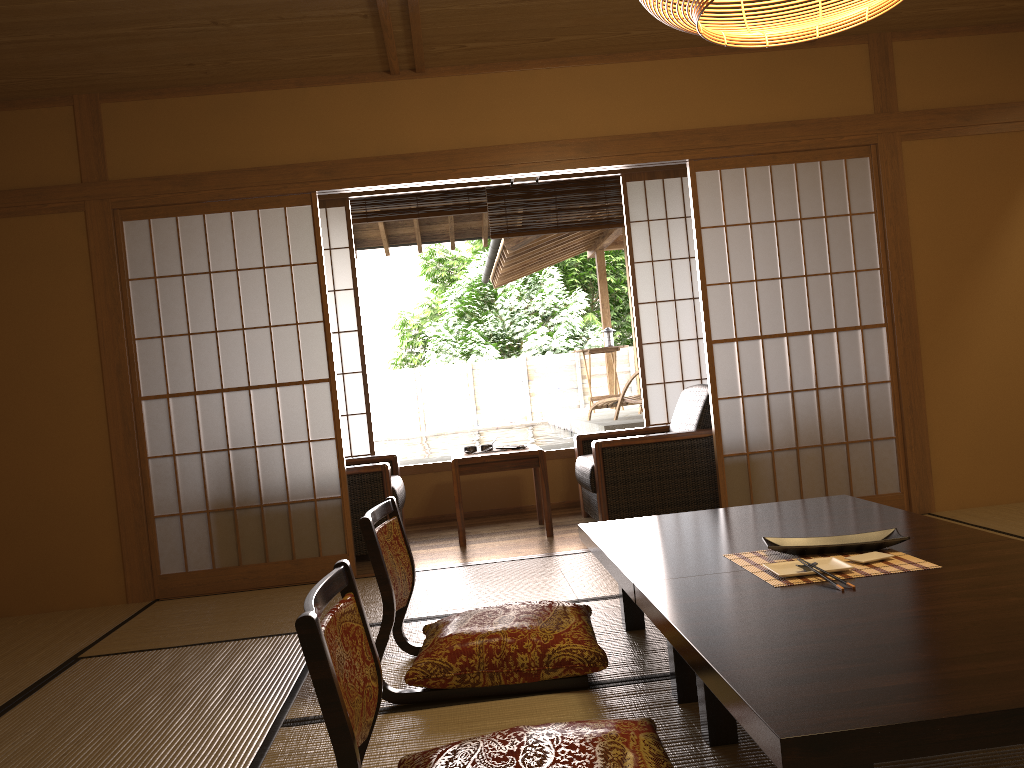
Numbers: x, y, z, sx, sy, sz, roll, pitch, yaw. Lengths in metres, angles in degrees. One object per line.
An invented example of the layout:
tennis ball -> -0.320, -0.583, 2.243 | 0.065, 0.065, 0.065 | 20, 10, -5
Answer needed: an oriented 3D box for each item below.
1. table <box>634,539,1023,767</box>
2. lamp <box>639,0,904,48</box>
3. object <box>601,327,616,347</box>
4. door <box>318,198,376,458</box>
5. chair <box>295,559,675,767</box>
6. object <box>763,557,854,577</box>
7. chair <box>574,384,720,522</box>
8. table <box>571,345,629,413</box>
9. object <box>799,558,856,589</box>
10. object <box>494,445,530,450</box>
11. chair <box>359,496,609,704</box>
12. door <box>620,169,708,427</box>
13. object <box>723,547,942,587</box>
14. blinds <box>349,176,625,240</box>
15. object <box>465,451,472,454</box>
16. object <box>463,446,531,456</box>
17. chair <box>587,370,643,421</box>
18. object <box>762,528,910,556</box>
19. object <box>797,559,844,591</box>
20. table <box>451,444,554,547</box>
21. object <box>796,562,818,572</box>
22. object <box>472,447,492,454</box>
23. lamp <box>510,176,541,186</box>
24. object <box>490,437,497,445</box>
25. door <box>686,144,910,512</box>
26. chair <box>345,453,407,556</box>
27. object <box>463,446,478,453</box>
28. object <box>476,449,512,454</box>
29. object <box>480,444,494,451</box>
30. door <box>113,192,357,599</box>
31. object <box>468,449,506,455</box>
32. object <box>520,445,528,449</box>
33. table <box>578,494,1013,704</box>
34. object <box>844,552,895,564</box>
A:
table -> 0.847, 0.620, 1.747 | 0.994, 0.357, 0.994 | -6, 0, -4
lamp -> 0.634, -1.283, 2.041 | 0.799, 0.826, 0.798 | -6, 0, 20
object -> 1.124, -0.543, 10.301 | 0.176, 0.240, 0.176 | -6, 1, -35
door -> -1.519, -0.297, 6.082 | 0.992, 1.874, 0.040 | -6, 1, -4
chair -> -0.011, 0.610, 1.667 | 0.699, 0.547, 0.582 | -6, 0, -5
object -> 0.714, 0.446, 2.142 | 0.180, 0.014, 0.130 | -6, 0, -2
chair -> 0.868, 0.419, 5.328 | 0.943, 0.779, 0.872 | -6, 0, -4
table -> 1.052, -0.048, 10.280 | 0.669, 0.732, 0.669 | -6, 0, -1
object -> 0.727, 0.438, 2.059 | 0.006, 0.030, 0.229 | -6, 0, -12
object -> 0.000, 0.382, 5.328 | 0.181, 0.015, 0.131 | -6, 0, 41
chair -> -0.088, 0.621, 2.751 | 0.687, 0.547, 0.582 | -6, 0, 0
door -> 1.348, -0.585, 6.266 | 0.992, 1.874, 0.040 | -6, 1, -4
object -> 0.788, 0.447, 2.242 | 0.401, 0.003, 0.398 | -6, 0, -4
blinds -> -0.178, -1.309, 6.218 | 1.932, 0.595, 0.048 | -6, 1, -4
object -> -0.257, 0.407, 5.278 | 0.050, 0.018, 0.015 | -6, 0, 38
object -> -0.096, 0.401, 5.302 | 0.401, 0.003, 0.300 | -6, 0, -4
chair -> 1.235, -0.132, 8.018 | 0.677, 0.852, 1.227 | -6, 0, -29
object -> 0.845, 0.420, 2.328 | 0.349, 0.039, 0.129 | -6, 0, 10
object -> 0.711, 0.440, 2.054 | 0.006, 0.030, 0.229 | -6, 0, -6
table -> -0.072, 0.650, 5.307 | 0.540, 0.500, 0.540 | -6, 0, -4
object -> 0.708, 0.440, 2.128 | 0.050, 0.018, 0.015 | -6, 1, -7
object -> -0.180, 0.395, 5.267 | 0.130, 0.026, 0.038 | -6, 0, -19
lamp -> 0.048, -1.534, 5.245 | 0.330, 0.682, 0.330 | -6, 1, -4
object -> -0.135, 0.362, 5.398 | 0.117, 0.068, 0.038 | -6, 1, -38
door -> 1.493, -0.233, 4.611 | 0.992, 1.934, 0.040 | -6, 1, -4
chair -> -1.114, 0.618, 5.201 | 0.943, 0.779, 0.872 | -6, 0, -4
object -> -0.251, 0.397, 5.373 | 0.084, 0.037, 0.084 | -6, 0, 24
object -> -0.116, 0.398, 5.215 | 0.230, 0.007, 0.006 | -6, 0, -8
object -> -0.152, 0.387, 5.382 | 0.084, 0.037, 0.084 | -6, 0, -12
door -> -1.373, 0.055, 4.428 | 0.992, 1.934, 0.040 | -6, 1, -4
object -> -0.148, 0.402, 5.229 | 0.230, 0.007, 0.006 | -6, 0, -14
object -> 0.071, 0.374, 5.233 | 0.050, 0.018, 0.015 | -6, 0, -17
table -> 0.781, 0.629, 2.740 | 0.994, 0.357, 0.994 | -6, 0, -4
object -> 0.883, 0.432, 2.189 | 0.099, 0.013, 0.067 | -6, 0, -20
